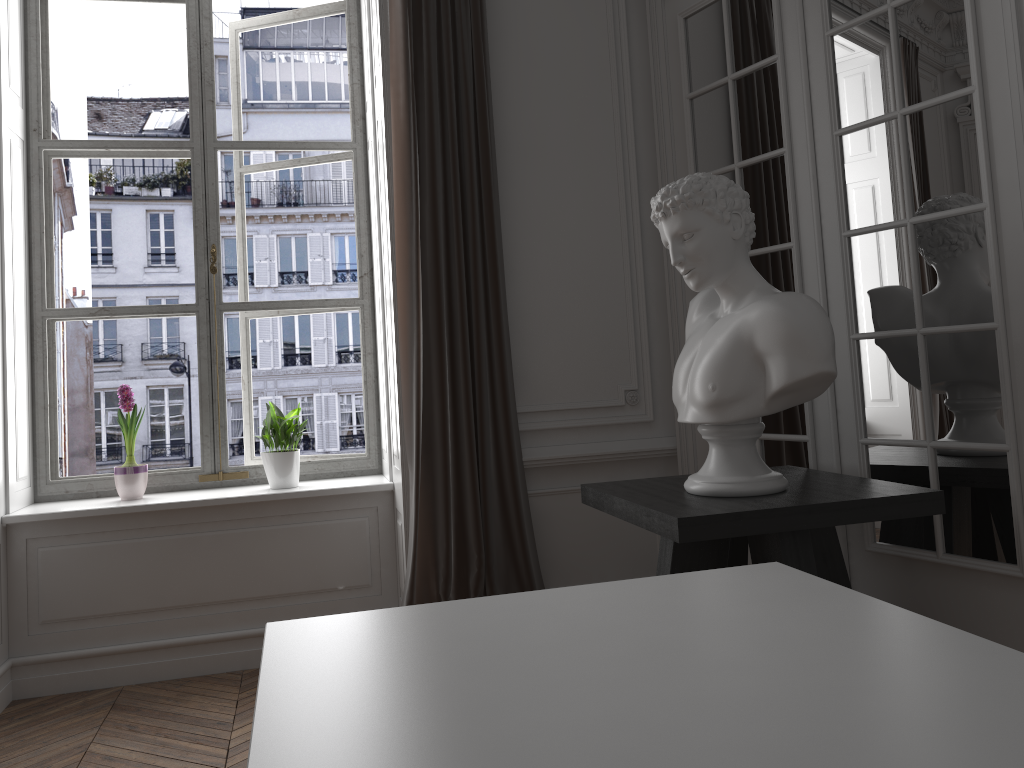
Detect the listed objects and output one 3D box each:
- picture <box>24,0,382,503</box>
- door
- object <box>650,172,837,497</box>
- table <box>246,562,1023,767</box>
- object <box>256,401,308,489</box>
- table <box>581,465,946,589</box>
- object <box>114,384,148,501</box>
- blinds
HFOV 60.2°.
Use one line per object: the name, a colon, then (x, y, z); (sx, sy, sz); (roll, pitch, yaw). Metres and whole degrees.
picture: (-0.406, -1.050, 0.394); (13.217, 4.829, 13.179); (-3, 0, -21)
door: (1.053, -0.337, 2.960); (0.086, 2.751, 1.556); (-1, -3, -29)
object: (0.625, -0.158, 2.551); (0.393, 0.929, 0.630); (-3, -3, -14)
table: (0.376, 0.724, 0.211); (0.901, 0.752, 2.612); (-3, 0, -14)
object: (-0.972, 0.253, 3.761); (0.215, 0.371, 0.283); (-1, -3, -35)
table: (0.701, 0.676, 2.554); (0.768, 0.754, 0.764); (-3, -2, -14)
object: (-1.579, 0.237, 3.656); (0.129, 0.478, 0.129); (-6, -4, 36)
blinds: (-0.221, -0.471, 3.285); (0.778, 3.119, 0.340); (-2, -4, -19)
